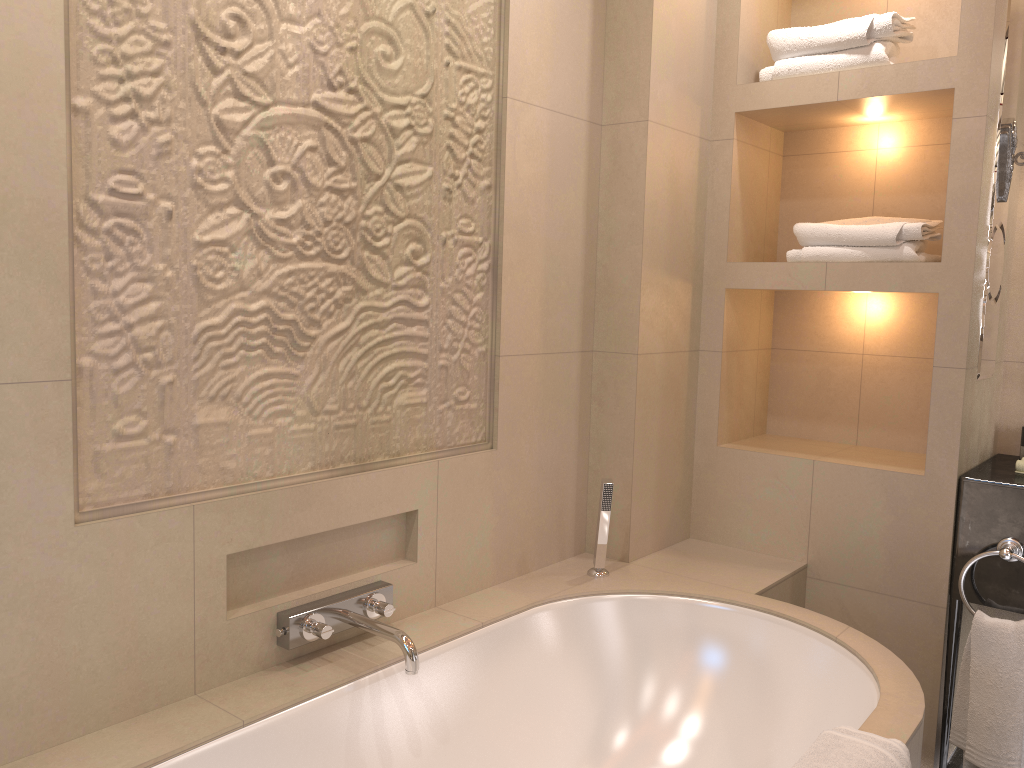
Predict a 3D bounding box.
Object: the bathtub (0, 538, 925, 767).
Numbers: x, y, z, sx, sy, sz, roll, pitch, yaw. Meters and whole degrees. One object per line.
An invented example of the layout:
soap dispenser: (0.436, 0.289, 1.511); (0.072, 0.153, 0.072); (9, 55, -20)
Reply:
bathtub: (0.016, 0.872, 1.590); (1.060, 0.540, 2.662); (6, 7, 39)

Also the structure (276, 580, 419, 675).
structure: (-0.289, 0.509, 1.805); (0.259, 0.097, 0.290); (6, 7, 39)

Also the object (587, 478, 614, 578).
object: (0.243, 0.386, 2.390); (0.059, 0.280, 0.114); (1, 6, -6)

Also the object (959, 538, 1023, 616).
object: (1.243, 0.505, 2.237); (0.203, 0.226, 0.074); (6, 7, 39)

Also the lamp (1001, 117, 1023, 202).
lamp: (1.436, -0.709, 2.340); (0.223, 0.444, 0.174); (6, 7, 39)

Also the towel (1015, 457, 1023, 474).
towel: (1.436, 0.225, 2.374); (0.096, 0.039, 0.149); (-4, 8, -44)

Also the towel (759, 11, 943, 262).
towel: (0.069, -0.622, 1.451); (0.517, 0.726, 3.195); (6, 7, 39)

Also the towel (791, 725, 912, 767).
towel: (0.488, 0.822, 1.431); (0.453, 0.463, 0.374); (7, 8, 41)

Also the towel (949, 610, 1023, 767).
towel: (1.219, 0.806, 2.244); (0.173, 0.455, 0.116); (4, 6, 20)

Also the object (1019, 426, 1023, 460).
object: (1.529, 0.177, 2.546); (0.124, 0.104, 0.038); (3, 6, 13)

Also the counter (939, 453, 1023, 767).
counter: (1.814, 0.712, 2.125); (1.330, 0.858, 0.543); (6, 7, 39)
